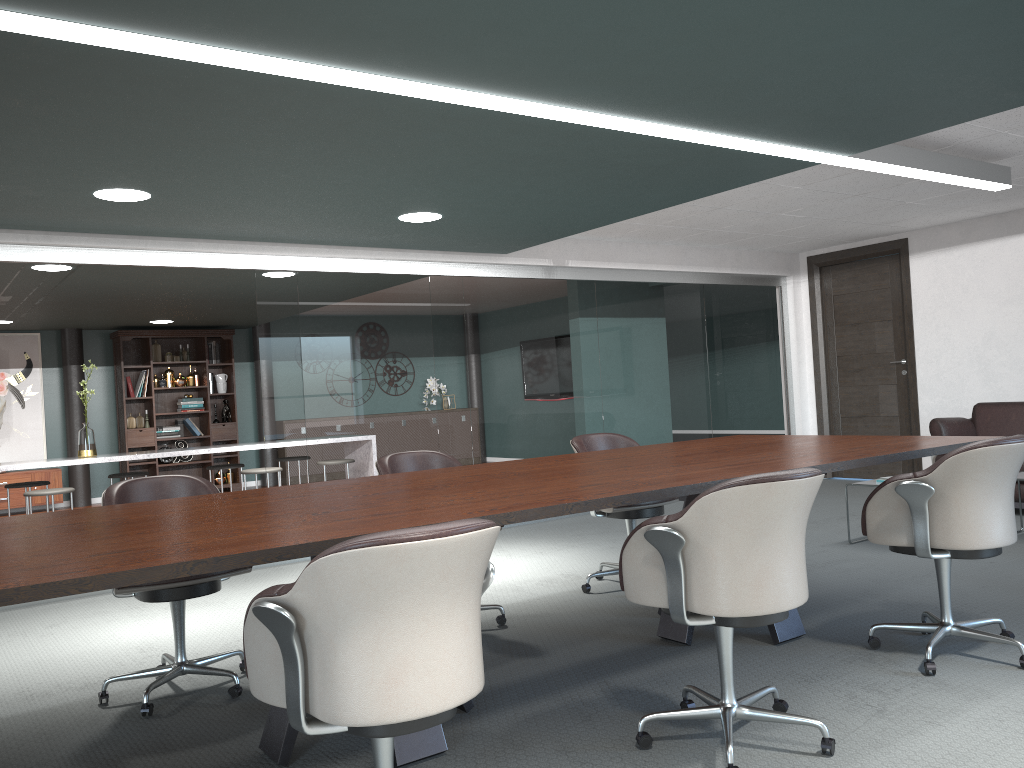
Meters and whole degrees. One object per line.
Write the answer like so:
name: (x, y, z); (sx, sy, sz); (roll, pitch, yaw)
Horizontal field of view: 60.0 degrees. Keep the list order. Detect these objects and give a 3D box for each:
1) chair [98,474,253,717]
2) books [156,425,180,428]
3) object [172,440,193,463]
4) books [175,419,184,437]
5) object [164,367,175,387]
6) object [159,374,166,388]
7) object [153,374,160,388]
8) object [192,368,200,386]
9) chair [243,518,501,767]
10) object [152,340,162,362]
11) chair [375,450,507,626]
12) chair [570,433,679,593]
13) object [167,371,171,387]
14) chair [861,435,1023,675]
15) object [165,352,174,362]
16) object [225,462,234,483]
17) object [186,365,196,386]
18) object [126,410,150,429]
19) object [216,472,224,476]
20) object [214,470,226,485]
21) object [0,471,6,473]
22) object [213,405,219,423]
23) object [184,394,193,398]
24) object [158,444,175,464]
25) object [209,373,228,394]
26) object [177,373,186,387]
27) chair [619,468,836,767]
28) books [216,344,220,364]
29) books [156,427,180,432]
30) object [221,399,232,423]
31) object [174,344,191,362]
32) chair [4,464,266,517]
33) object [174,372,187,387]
chair: (-1.222, 0.723, 3.212); (0.535, 0.761, 0.518); (-3, -1, -29)
books: (-4.118, 0.508, 10.565); (0.268, 0.016, 0.205); (-3, -1, -35)
object: (-3.991, 0.810, 10.720); (0.233, 0.268, 0.051); (-3, -1, -35)
books: (-4.020, 0.534, 10.717); (0.063, 0.214, 0.139); (-3, -1, -35)
object: (-4.104, -0.081, 10.626); (0.114, 0.251, 0.114); (-3, -1, -9)
object: (-4.140, -0.035, 10.507); (0.079, 0.161, 0.080); (-3, -1, -9)
object: (-4.239, -0.035, 10.551); (0.105, 0.172, 0.105); (-3, -1, -39)
object: (-3.865, -0.079, 10.842); (0.092, 0.222, 0.092); (-3, -1, -1)
chair: (-0.254, 0.651, 1.821); (0.535, 0.761, 0.518); (-3, -1, -29)
object: (-4.236, -0.386, 10.567); (0.104, 0.273, 0.104); (-3, -1, 1)
chair: (-0.339, 0.677, 3.820); (0.523, 0.761, 0.533); (-4, -1, 37)
chair: (0.568, 0.630, 4.464); (0.535, 0.761, 0.518); (-3, -1, -29)
object: (-4.067, -0.054, 10.523); (0.040, 0.191, 0.040); (-3, -1, -26)
chair: (1.527, 0.559, 3.066); (0.535, 0.761, 0.518); (-3, -1, -29)
object: (-4.104, -0.319, 10.621); (0.096, 0.126, 0.106); (-4, -1, 16)
object: (-3.484, 1.093, 10.933); (0.108, 0.256, 0.108); (-3, -1, -1)
object: (-3.882, -0.096, 10.717); (0.108, 0.256, 0.108); (-3, -1, -1)
object: (-4.398, 0.410, 10.390); (0.250, 0.221, 0.186); (-3, -1, -37)
object: (-3.603, 1.144, 10.938); (0.099, 0.169, 0.099); (-4, -1, 29)
object: (-3.567, 1.137, 10.815); (0.144, 0.175, 0.073); (-3, -1, -33)
object: (-5.620, 0.923, 9.679); (0.245, 0.112, 0.261); (-3, -1, -28)
object: (-3.638, 0.368, 10.890); (0.077, 0.228, 0.077); (-4, -1, 38)
object: (-3.923, 0.149, 10.745); (0.104, 0.052, 0.100); (-3, -1, -31)
object: (-4.103, 0.829, 10.498); (0.224, 0.238, 0.159); (-3, -1, -35)
object: (-3.645, -0.008, 10.979); (0.268, 0.262, 0.137); (-3, -1, 5)
object: (-4.001, -0.045, 10.723); (0.099, 0.169, 0.099); (-4, -1, 29)
chair: (0.614, 0.606, 2.437); (0.523, 0.761, 0.533); (-4, -1, 41)
books: (-3.658, -0.363, 10.950); (0.042, 0.248, 0.194); (-3, -1, -35)
books: (-4.107, 0.537, 10.570); (0.248, 0.042, 0.194); (-3, -1, -35)
object: (-3.552, 0.333, 10.970); (0.116, 0.286, 0.215); (-3, -1, -39)
object: (-3.998, -0.372, 10.711); (0.196, 0.221, 0.184); (-3, -1, -35)
chair: (-3.248, 1.008, 6.911); (4.029, 0.512, 1.479); (-3, -1, -35)
object: (-3.964, -0.052, 10.599); (0.144, 0.175, 0.073); (-3, -1, -33)
